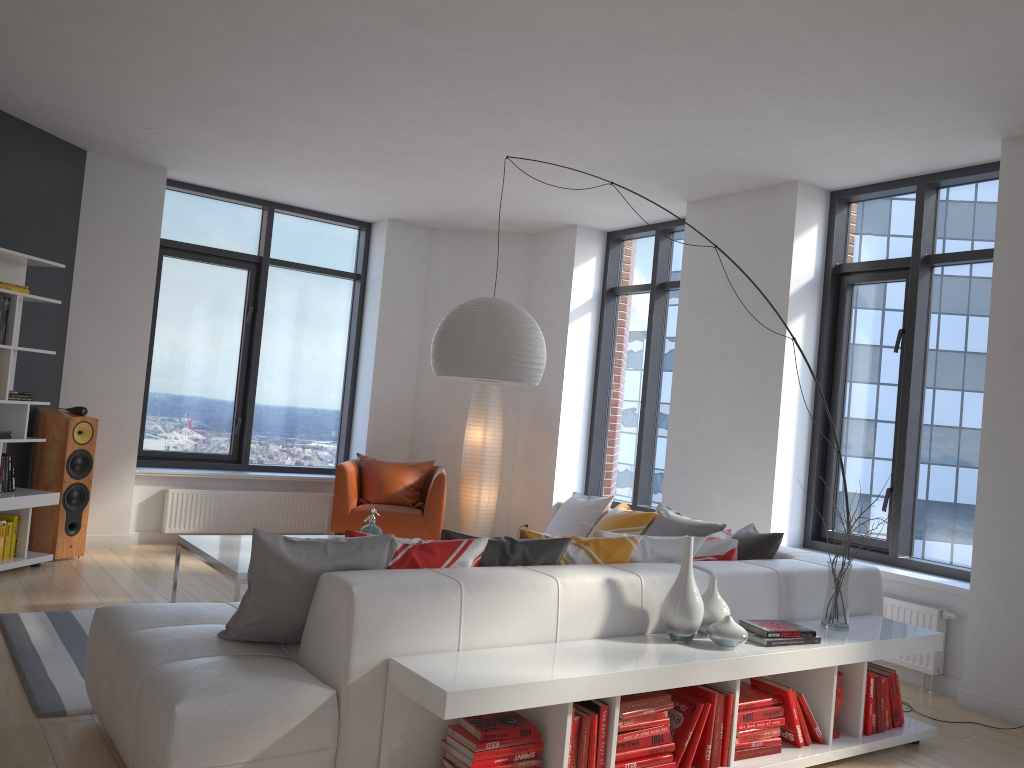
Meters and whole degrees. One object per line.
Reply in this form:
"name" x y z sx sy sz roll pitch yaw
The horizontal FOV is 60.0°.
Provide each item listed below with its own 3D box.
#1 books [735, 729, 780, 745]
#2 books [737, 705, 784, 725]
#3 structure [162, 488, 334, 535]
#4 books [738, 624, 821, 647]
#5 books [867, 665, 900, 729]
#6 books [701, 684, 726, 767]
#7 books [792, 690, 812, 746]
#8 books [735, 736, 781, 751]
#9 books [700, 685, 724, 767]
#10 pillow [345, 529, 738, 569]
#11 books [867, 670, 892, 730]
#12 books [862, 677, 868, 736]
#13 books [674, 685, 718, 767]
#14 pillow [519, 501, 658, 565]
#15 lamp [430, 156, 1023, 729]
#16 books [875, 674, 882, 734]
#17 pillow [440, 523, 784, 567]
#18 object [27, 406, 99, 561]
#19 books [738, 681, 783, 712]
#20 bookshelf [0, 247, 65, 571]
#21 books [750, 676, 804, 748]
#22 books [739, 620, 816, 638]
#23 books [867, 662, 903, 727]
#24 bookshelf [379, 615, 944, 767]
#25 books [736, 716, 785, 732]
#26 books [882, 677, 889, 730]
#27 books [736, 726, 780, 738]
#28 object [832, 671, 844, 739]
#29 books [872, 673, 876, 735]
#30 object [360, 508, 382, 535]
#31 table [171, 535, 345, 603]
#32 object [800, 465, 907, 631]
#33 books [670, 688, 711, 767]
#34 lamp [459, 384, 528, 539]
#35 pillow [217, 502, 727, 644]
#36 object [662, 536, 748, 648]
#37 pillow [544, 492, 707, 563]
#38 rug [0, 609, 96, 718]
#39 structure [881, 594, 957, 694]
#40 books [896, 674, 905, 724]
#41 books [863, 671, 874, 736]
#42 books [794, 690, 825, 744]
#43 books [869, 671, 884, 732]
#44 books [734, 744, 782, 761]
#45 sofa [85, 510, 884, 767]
"books" 0.897 1.356 3.488 0.257 0.025 0.182 7 -3 -35
"books" 0.901 1.275 3.503 0.279 0.039 0.206 7 -3 -36
"structure" -2.216 1.143 7.593 1.474 0.460 0.110 7 -3 -35
"books" 1.048 1.011 3.586 0.300 0.026 0.245 6 -2 -30
"books" 1.624 1.388 3.967 0.119 0.249 0.187 7 -3 -35
"books" 0.721 1.276 3.342 0.028 0.266 0.188 7 -3 -35
"books" 1.114 1.337 3.616 0.148 0.232 0.171 7 -2 -33
"books" 0.890 1.381 3.475 0.266 0.026 0.187 6 -2 -29
"books" 0.691 1.269 3.333 0.038 0.270 0.215 7 -3 -35
"pillow" 0.272 0.853 3.853 2.250 0.449 0.575 7 -3 -37
"books" 1.595 1.392 3.939 0.083 0.233 0.178 7 -3 -35
"books" 1.445 1.365 3.820 0.026 0.250 0.168 7 -3 -35
"books" 0.669 1.262 3.298 0.046 0.282 0.199 7 -3 -35
"pillow" 0.396 0.881 4.600 0.630 0.440 2.095 5 -2 12
"lamp" 1.148 0.243 4.610 3.199 2.647 0.710 5 -2 1
"books" 1.522 1.375 3.890 0.076 0.252 0.199 7 -3 -34
"pillow" 0.537 0.858 4.045 2.120 0.436 0.608 7 -3 -39
"object" -3.251 0.688 6.334 0.434 1.088 0.290 4 -2 25
"books" 0.885 1.239 3.521 0.301 0.032 0.227 7 -3 -35
"bookshelf" -3.513 0.117 4.616 0.455 2.052 3.000 5 -2 10
"books" 1.073 1.324 3.595 0.134 0.248 0.192 7 -3 -35
"books" 1.064 0.985 3.566 0.238 0.027 0.188 6 -2 -21
"books" 1.649 1.388 3.989 0.116 0.255 0.198 7 -3 -35
"bookshelf" 0.755 1.241 3.387 2.600 0.500 0.356 7 -3 -35
"books" 0.909 1.308 3.490 0.261 0.027 0.191 6 -2 -30
"books" 1.577 1.391 3.922 0.081 0.230 0.165 7 -3 -35
"books" 0.902 1.333 3.480 0.236 0.023 0.178 7 -3 -35
"object" 1.335 1.349 3.755 0.125 0.258 0.125 4 -2 33
"books" 1.498 1.367 3.863 0.056 0.262 0.185 7 -3 -34
"object" -0.859 0.820 4.928 0.330 0.265 0.330 6 -2 -10
"table" -1.170 1.142 4.910 1.091 0.435 1.091 7 -3 -35
"object" 1.497 0.701 3.860 0.406 0.744 0.607 5 -2 5
"books" 0.616 1.271 3.261 0.115 0.245 0.192 7 -3 -35
"lamp" -0.085 0.795 7.704 0.804 1.550 0.502 5 -2 16
"pillow" 0.008 0.806 4.072 0.647 0.453 2.953 3 -3 43
"object" 0.735 0.790 3.433 0.316 0.398 0.319 6 -2 -11
"pillow" 0.418 0.876 4.918 0.580 0.456 2.156 6 -2 -9
"rug" -1.312 1.343 4.669 2.326 0.016 1.662 7 -3 -35
"structure" 2.088 1.448 5.188 0.110 0.460 1.015 7 -3 -35
"books" 1.674 1.403 4.009 0.103 0.230 0.173 7 -3 -34
"books" 1.472 1.359 3.848 0.050 0.268 0.198 7 -3 -35
"books" 1.159 1.349 3.647 0.186 0.223 0.188 7 -3 -34
"books" 1.552 1.381 3.898 0.066 0.247 0.175 7 -3 -34
"books" 0.890 1.411 3.486 0.259 0.034 0.206 6 -2 -32
"sofa" -0.289 1.069 4.467 3.424 0.732 2.614 7 -3 -35
